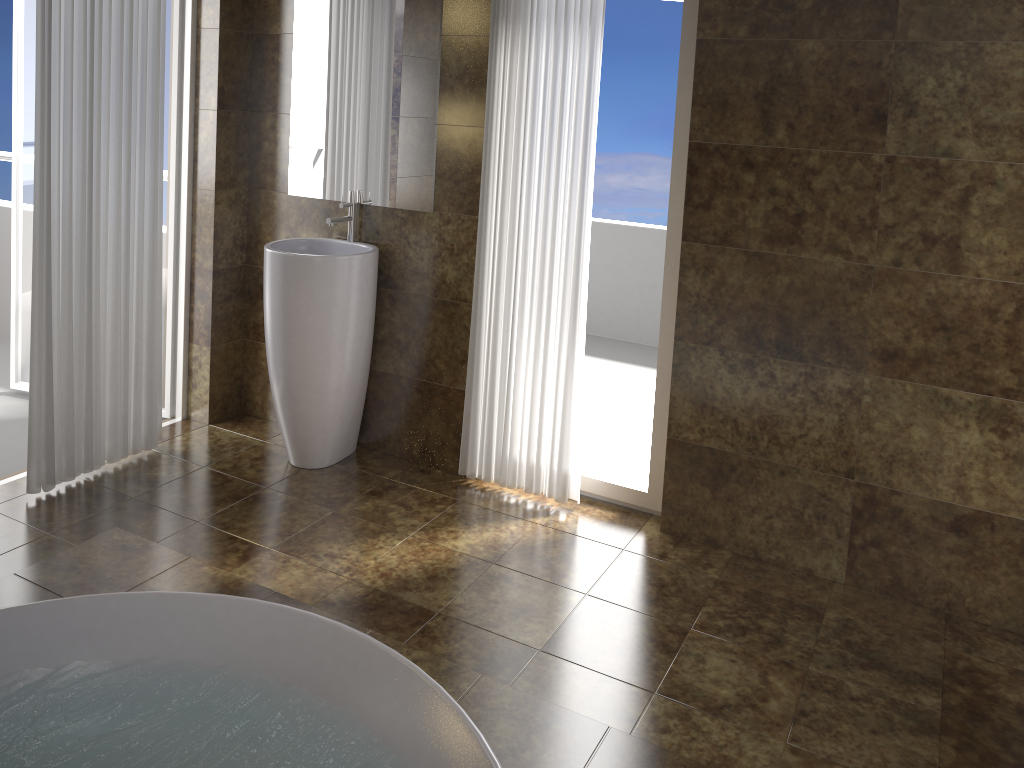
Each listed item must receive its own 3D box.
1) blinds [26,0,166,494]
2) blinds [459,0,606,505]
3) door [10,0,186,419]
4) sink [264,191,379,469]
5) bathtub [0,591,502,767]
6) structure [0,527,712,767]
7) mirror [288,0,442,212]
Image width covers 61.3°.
[{"bbox_3d":[-1.550,-0.764,3.294,0.068,2.195,0.611,6,6,26],"label":"blinds"},{"bbox_3d":[0.081,-0.676,3.291,0.524,2.184,0.068,6,6,27],"label":"blinds"},{"bbox_3d":[-1.957,-0.973,4.044,0.967,2.148,0.041,6,5,17],"label":"door"},{"bbox_3d":[-0.803,-0.229,3.566,0.464,1.095,0.445,7,8,30],"label":"sink"},{"bbox_3d":[-0.837,0.950,1.386,1.761,0.503,1.816,-7,19,-30],"label":"bathtub"},{"bbox_3d":[-0.835,0.958,1.387,2.033,0.119,2.064,12,19,26],"label":"structure"},{"bbox_3d":[-0.639,-1.302,3.676,0.778,1.052,0.008,8,7,27],"label":"mirror"}]
